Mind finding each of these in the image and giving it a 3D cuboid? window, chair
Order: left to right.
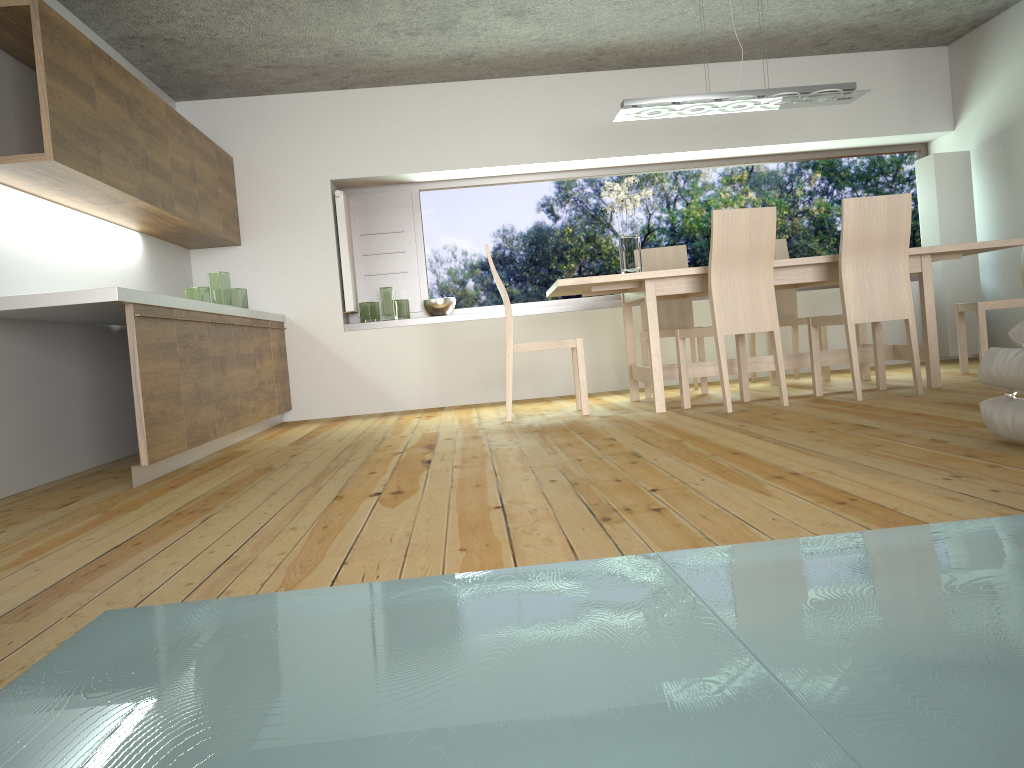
[{"bbox_3d":[0.141,-0.318,5.215,0.506,1.016,0.404,-5,1,0],"label":"chair"},{"bbox_3d":[1.059,-0.440,6.003,0.404,1.016,0.507,-5,1,8],"label":"chair"},{"bbox_3d":[1.366,-1.265,7.278,4.187,0.978,0.012,-5,1,-3],"label":"window"},{"bbox_3d":[1.150,-0.383,4.700,0.404,1.016,0.506,-5,2,-14],"label":"chair"},{"bbox_3d":[1.878,-0.523,6.192,0.404,1.016,0.506,-5,1,-5],"label":"chair"},{"bbox_3d":[1.850,-0.445,4.682,0.404,1.016,0.506,-5,1,-4],"label":"chair"},{"bbox_3d":[2.971,-0.576,5.289,0.506,1.016,0.405,-5,1,10],"label":"chair"}]

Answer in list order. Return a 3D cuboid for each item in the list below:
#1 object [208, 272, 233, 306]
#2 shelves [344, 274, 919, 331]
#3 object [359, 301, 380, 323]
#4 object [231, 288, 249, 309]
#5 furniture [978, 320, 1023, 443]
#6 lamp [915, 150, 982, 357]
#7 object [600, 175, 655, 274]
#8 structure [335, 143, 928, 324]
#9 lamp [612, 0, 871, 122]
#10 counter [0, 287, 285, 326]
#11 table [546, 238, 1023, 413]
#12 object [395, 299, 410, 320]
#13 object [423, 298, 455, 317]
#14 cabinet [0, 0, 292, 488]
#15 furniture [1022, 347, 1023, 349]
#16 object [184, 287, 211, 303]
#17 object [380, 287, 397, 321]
[{"bbox_3d":[-1.859,-0.581,5.650,0.099,0.259,0.099,-5,1,21],"label":"object"},{"bbox_3d":[1.139,-0.657,7.037,4.871,0.054,0.404,-5,3,-3],"label":"shelves"},{"bbox_3d":[-1.102,-0.555,6.867,0.111,0.160,0.112,-4,2,36],"label":"object"},{"bbox_3d":[-1.820,-0.547,5.844,0.112,0.160,0.111,-4,2,21],"label":"object"},{"bbox_3d":[1.808,-0.047,2.569,0.686,0.439,0.570,-5,2,3],"label":"furniture"},{"bbox_3d":[3.297,-0.968,6.675,0.280,1.499,0.280,-5,1,-3],"label":"lamp"},{"bbox_3d":[0.690,-0.924,5.232,0.304,0.607,0.302,-5,1,0],"label":"object"},{"bbox_3d":[1.088,-1.199,7.048,4.876,1.153,0.526,-5,1,-3],"label":"structure"},{"bbox_3d":[1.329,-2.017,5.301,1.490,0.719,0.290,-5,1,-3],"label":"lamp"},{"bbox_3d":[-1.931,-0.388,5.009,0.652,0.054,3.288,-5,3,-3],"label":"counter"},{"bbox_3d":[1.510,-0.313,5.259,2.500,0.755,1.201,-5,2,0],"label":"table"},{"bbox_3d":[-0.869,-0.580,6.951,0.111,0.160,0.112,-6,2,-19],"label":"object"},{"bbox_3d":[-0.562,-0.594,6.917,0.247,0.137,0.247,-4,3,32],"label":"object"},{"bbox_3d":[-1.955,-0.621,5.100,0.656,2.003,3.094,-5,2,-3],"label":"cabinet"},{"bbox_3d":[2.299,-0.128,3.310,0.685,0.439,0.570,-4,3,32],"label":"furniture"},{"bbox_3d":[-1.945,-0.518,5.493,0.111,0.160,0.112,-4,2,21],"label":"object"},{"bbox_3d":[-0.951,-0.614,6.814,0.099,0.259,0.099,-5,1,1],"label":"object"}]
